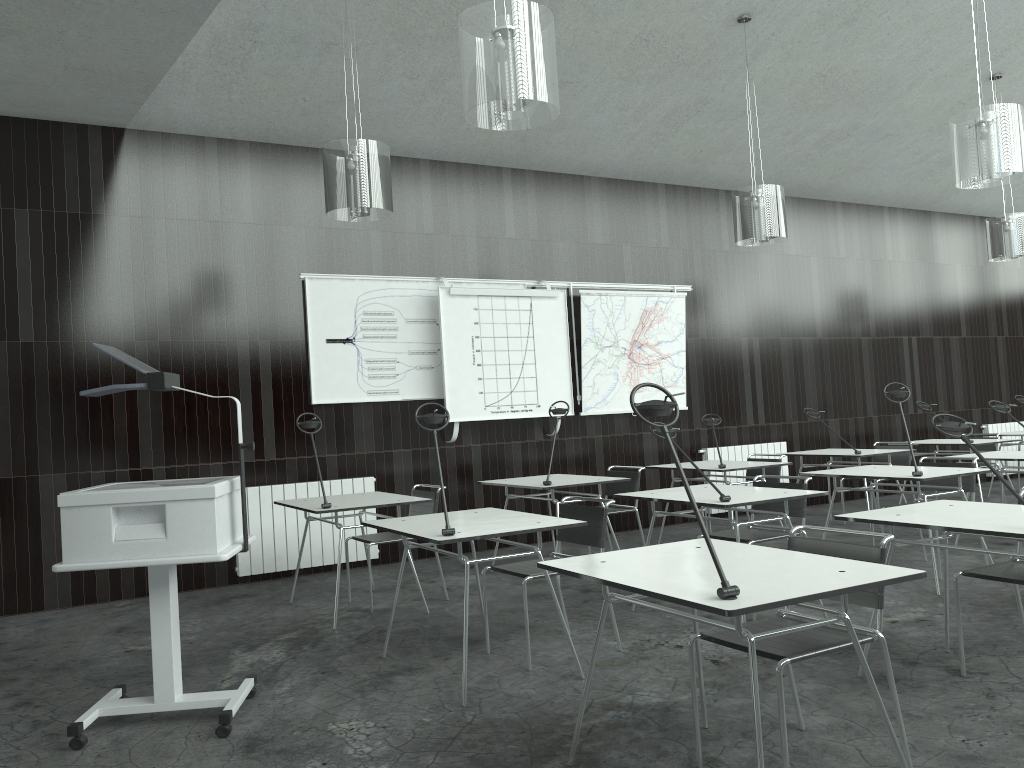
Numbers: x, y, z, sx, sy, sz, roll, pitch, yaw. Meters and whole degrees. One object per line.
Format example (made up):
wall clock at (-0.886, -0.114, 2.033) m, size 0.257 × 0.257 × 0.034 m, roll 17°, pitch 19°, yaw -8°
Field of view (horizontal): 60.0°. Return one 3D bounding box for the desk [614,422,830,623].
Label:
desk at (1.085, 0.781, 4.663) m, size 0.700 × 1.153 × 0.900 m, roll -2°, pitch -2°, yaw -29°

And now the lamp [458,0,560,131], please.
lamp at (-0.066, -2.267, 3.359) m, size 0.359 × 2.307 × 0.350 m, roll -2°, pitch -2°, yaw -29°

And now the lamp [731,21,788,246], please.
lamp at (1.701, -1.991, 6.264) m, size 0.359 × 1.761 × 0.350 m, roll -2°, pitch -2°, yaw -29°

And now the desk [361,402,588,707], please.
desk at (-0.193, 0.746, 3.979) m, size 0.700 × 1.321 × 0.900 m, roll -2°, pitch -2°, yaw -29°

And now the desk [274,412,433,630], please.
desk at (-0.975, 0.841, 5.361) m, size 0.700 × 1.321 × 0.900 m, roll -2°, pitch -2°, yaw -30°

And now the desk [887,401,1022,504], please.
desk at (4.103, 0.734, 8.231) m, size 0.700 × 1.153 × 0.900 m, roll -2°, pitch -2°, yaw -29°

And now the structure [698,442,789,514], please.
structure at (2.290, 1.010, 8.695) m, size 1.129 × 0.688 × 0.079 m, roll -2°, pitch -2°, yaw -29°

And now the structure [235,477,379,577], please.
structure at (-1.532, 1.154, 6.552) m, size 1.129 × 0.688 × 0.079 m, roll -2°, pitch -2°, yaw -29°

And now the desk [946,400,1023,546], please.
desk at (3.599, 0.688, 6.135) m, size 0.700 × 1.153 × 0.900 m, roll -2°, pitch -2°, yaw -29°

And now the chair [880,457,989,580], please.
chair at (2.655, 0.916, 5.600) m, size 0.555 × 0.765 × 0.428 m, roll -2°, pitch -2°, yaw -34°

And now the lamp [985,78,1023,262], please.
lamp at (4.274, -2.088, 7.708) m, size 0.359 × 1.761 × 0.350 m, roll -2°, pitch -2°, yaw -29°

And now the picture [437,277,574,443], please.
picture at (-0.072, -0.245, 7.359) m, size 1.191 × 1.508 × 0.254 m, roll -2°, pitch -2°, yaw -29°

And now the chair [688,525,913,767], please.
chair at (0.880, 0.916, 2.739) m, size 0.555 × 0.765 × 0.428 m, roll -2°, pitch -2°, yaw -30°

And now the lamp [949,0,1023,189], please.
lamp at (2.507, -2.363, 4.802) m, size 0.359 × 2.307 × 0.350 m, roll -2°, pitch -2°, yaw -29°

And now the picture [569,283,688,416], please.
picture at (1.107, -0.347, 8.069) m, size 1.211 × 1.342 × 0.163 m, roll -2°, pitch -2°, yaw -29°

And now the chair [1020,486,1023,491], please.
chair at (3.976, 0.866, 6.333) m, size 0.555 × 0.765 × 0.428 m, roll -2°, pitch -2°, yaw -29°

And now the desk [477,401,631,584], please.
desk at (0.276, 0.796, 6.119) m, size 0.700 × 1.321 × 0.900 m, roll -2°, pitch -2°, yaw -31°

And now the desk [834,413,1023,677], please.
desk at (1.811, 0.691, 3.324) m, size 0.700 × 1.153 × 0.900 m, roll -2°, pitch -2°, yaw -29°

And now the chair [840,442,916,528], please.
chair at (3.204, 0.961, 7.736) m, size 0.555 × 0.765 × 0.428 m, roll -2°, pitch -2°, yaw -30°

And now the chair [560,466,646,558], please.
chair at (0.652, 1.057, 6.324) m, size 0.555 × 0.765 × 0.428 m, roll -2°, pitch -2°, yaw -31°

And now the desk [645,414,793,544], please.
desk at (1.572, 0.829, 6.784) m, size 0.700 × 1.153 × 0.900 m, roll -2°, pitch -2°, yaw -29°

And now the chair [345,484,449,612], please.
chair at (-0.708, 1.107, 5.510) m, size 0.555 × 0.765 × 0.428 m, roll -2°, pitch -2°, yaw -31°

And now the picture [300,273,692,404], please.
picture at (0.107, -0.442, 7.595) m, size 3.818 × 1.102 × 0.050 m, roll -2°, pitch -2°, yaw -29°

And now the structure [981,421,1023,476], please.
structure at (6.111, 0.866, 10.839) m, size 1.129 × 0.688 × 0.079 m, roll -2°, pitch -2°, yaw -29°

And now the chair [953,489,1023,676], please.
chair at (2.075, 0.873, 3.474) m, size 0.555 × 0.765 × 0.428 m, roll -2°, pitch -2°, yaw -29°

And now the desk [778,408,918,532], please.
desk at (2.830, 0.783, 7.531) m, size 0.700 × 1.153 × 0.900 m, roll -2°, pitch -2°, yaw -30°

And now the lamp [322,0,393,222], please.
lamp at (-0.872, -1.894, 4.821) m, size 0.359 × 1.761 × 0.350 m, roll -2°, pitch -2°, yaw -29°

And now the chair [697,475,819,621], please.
chair at (1.343, 0.965, 4.843) m, size 0.555 × 0.765 × 0.428 m, roll -2°, pitch -2°, yaw -33°

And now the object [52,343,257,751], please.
object at (-1.343, 0.635, 3.472) m, size 0.680 × 1.639 × 0.559 m, roll -3°, pitch -2°, yaw -5°

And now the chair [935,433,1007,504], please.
chair at (4.323, 0.920, 8.391) m, size 0.555 × 0.765 × 0.428 m, roll -2°, pitch -2°, yaw -33°

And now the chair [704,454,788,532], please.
chair at (1.836, 1.011, 6.933) m, size 0.555 × 0.765 × 0.428 m, roll -2°, pitch -2°, yaw -27°

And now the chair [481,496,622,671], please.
chair at (0.189, 1.007, 4.175) m, size 0.555 × 0.765 × 0.428 m, roll -2°, pitch -2°, yaw -32°

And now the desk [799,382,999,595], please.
desk at (2.348, 0.651, 5.432) m, size 0.700 × 1.321 × 0.900 m, roll -2°, pitch -2°, yaw -29°

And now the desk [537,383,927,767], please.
desk at (0.595, 0.651, 2.588) m, size 0.700 × 1.321 × 0.900 m, roll -2°, pitch -2°, yaw -28°

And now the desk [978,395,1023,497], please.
desk at (5.344, 0.688, 8.947) m, size 0.700 × 1.153 × 0.900 m, roll -2°, pitch -2°, yaw -31°
